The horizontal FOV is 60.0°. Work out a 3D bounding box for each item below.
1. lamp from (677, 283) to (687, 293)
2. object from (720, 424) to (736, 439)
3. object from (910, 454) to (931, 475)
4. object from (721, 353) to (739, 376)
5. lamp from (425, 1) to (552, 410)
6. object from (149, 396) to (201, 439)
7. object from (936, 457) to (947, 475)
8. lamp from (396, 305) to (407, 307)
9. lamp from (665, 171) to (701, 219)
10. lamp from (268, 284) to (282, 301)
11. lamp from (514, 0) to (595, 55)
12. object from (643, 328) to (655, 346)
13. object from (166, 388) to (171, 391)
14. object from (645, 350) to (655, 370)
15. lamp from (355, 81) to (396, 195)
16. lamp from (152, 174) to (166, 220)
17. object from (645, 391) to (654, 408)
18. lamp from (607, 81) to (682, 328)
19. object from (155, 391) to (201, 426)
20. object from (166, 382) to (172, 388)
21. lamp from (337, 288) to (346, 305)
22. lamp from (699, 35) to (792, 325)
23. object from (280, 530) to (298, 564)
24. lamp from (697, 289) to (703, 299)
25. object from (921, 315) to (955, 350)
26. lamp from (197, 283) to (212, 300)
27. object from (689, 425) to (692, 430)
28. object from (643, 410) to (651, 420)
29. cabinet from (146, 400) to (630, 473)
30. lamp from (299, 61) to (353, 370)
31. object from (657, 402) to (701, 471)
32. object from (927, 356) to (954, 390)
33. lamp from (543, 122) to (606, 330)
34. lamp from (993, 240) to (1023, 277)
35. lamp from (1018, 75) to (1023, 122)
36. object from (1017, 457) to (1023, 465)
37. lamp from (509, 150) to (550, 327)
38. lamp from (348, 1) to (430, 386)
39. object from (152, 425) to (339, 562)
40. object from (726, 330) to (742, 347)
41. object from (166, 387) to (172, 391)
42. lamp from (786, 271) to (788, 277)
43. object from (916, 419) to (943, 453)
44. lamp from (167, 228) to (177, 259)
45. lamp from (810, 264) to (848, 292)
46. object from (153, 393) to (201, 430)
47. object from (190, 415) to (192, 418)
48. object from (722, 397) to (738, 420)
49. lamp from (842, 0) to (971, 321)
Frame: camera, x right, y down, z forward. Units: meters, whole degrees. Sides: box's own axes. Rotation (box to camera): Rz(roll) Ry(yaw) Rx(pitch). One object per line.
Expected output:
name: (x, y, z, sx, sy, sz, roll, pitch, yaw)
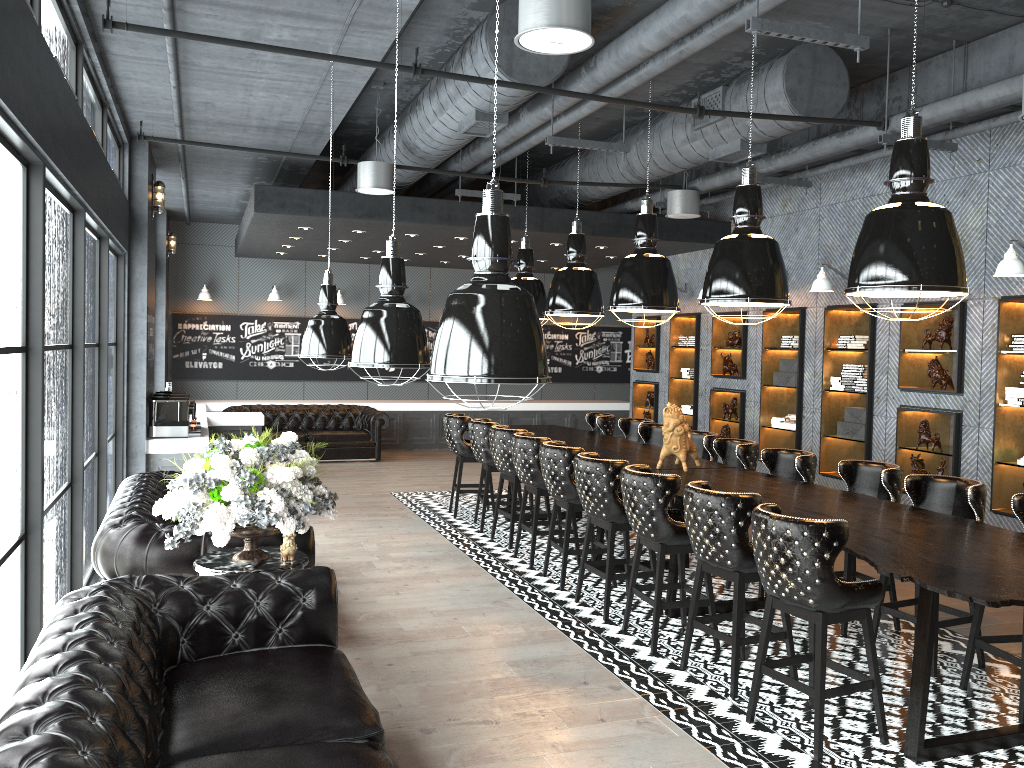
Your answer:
lamp: (2.205, -1.291, 12.280, 0.489, 0.287, 0.244, 1, 2, -4)
object: (2.789, 0.714, 11.401, 0.177, 0.387, 0.338, 1, 2, -12)
object: (3.893, 0.848, 8.405, 0.168, 0.359, 0.266, 0, 2, -26)
object: (2.810, -0.248, 11.408, 0.154, 0.309, 0.324, 1, 2, -15)
lamp: (-0.050, -0.999, 2.700, 0.391, 2.153, 0.391, 2, 2, 26)
object: (-3.514, 0.344, 9.261, 0.503, 0.426, 0.335, 1, 2, -19)
object: (4.009, 0.858, 8.171, 0.198, 0.358, 0.116, 2, 2, 11)
lamp: (-1.964, -1.492, 15.848, 0.243, 0.287, 0.490, 1, 2, -4)
lamp: (1.861, -2.328, 9.573, 0.380, 1.045, 0.382, 2, 2, 7)
lamp: (-4.019, -1.564, 15.120, 0.243, 0.287, 0.490, 1, 2, -4)
lamp: (0.212, -2.129, 4.191, 0.381, 1.029, 0.380, 0, 2, -30)
object: (2.088, -0.722, 13.416, 0.097, 0.290, 0.290, 1, 2, -21)
object: (-4.463, 0.085, 11.521, 0.074, 0.073, 0.074, 1, 2, 0)
object: (2.120, -0.350, 13.419, 0.155, 0.329, 0.236, 1, 2, -15)
lamp: (-1.293, -2.352, 8.460, 0.380, 1.045, 0.381, 3, 2, 39)
lamp: (-3.783, -2.000, 9.505, 0.139, 0.480, 0.145, 1, 2, -19)
object: (2.137, 0.231, 13.506, 0.253, 0.249, 0.126, -1, 3, -44)
lamp: (1.128, -1.624, 7.402, 0.621, 2.302, 0.621, 2, 2, 26)
object: (-3.852, 0.296, 10.221, 0.503, 0.426, 0.335, 1, 2, -19)
object: (-4.543, 0.012, 11.750, 0.074, 0.073, 0.074, 2, 2, 11)
lamp: (-3.001, -1.527, 15.481, 0.243, 0.287, 0.490, 1, 2, -4)
lamp: (1.613, -1.555, 6.026, 0.621, 2.302, 0.621, 2, 2, 26)
object: (-1.133, 0.826, 4.510, 0.086, 0.183, 0.136, 1, 2, -13)
lamp: (2.588, -1.218, 11.194, 0.489, 0.287, 0.244, 1, 2, -4)
object: (3.966, -0.478, 8.250, 0.152, 0.325, 0.292, 1, 2, -22)
lamp: (-5.075, -1.537, 14.749, 0.243, 0.287, 0.490, 1, 2, -4)
object: (2.554, 0.695, 12.485, 0.314, 0.251, 0.157, 1, 2, -4)
object: (2.089, 0.585, 13.483, 0.170, 0.362, 0.269, 0, 2, -26)
cabinet: (-0.790, 0.857, 13.314, 8.419, 0.826, 6.314, 0, 3, -19)
lamp: (-1.267, -1.176, 6.152, 0.391, 2.160, 0.391, 2, 2, 26)
object: (1.337, 0.409, 6.999, 0.249, 0.545, 0.475, 3, 2, 33)
object: (3.971, -0.091, 8.208, 0.159, 0.337, 0.242, 1, 2, -15)
lamp: (0.643, -1.693, 8.778, 0.621, 2.302, 0.621, 2, 2, 26)
lamp: (4.063, -0.996, 7.011, 0.489, 0.287, 0.244, 1, 2, -4)
lamp: (3.243, -2.114, 5.261, 0.381, 1.045, 0.380, 1, 2, -9)
object: (4.468, 0.598, 7.314, 0.484, 0.149, 0.535, 0, 3, -21)
lamp: (0.158, -1.763, 10.154, 0.621, 2.302, 0.621, 2, 2, 26)
lamp: (-0.543, -1.073, 4.100, 0.391, 2.160, 0.391, 2, 2, 26)
object: (-1.343, 0.570, 4.609, 0.848, 0.663, 0.875, 2, 2, 11)
object: (2.845, -0.583, 11.364, 0.138, 0.222, 0.278, 1, 2, -20)
object: (-4.517, 0.077, 11.674, 0.074, 0.073, 0.074, 1, 2, 0)
lamp: (2.953, -1.191, 10.159, 0.489, 0.287, 0.244, 1, 2, -4)
object: (3.888, 0.480, 8.263, 0.135, 0.294, 0.257, 1, 2, -12)
lamp: (-5.409, -2.232, 14.114, 0.139, 0.480, 0.145, 1, 2, -19)
lamp: (3.314, -1.095, 9.133, 0.489, 0.287, 0.244, 1, 2, -4)
object: (-3.686, 0.320, 9.748, 0.503, 0.426, 0.335, 1, 2, -19)
object: (-4.234, 0.400, 11.615, 0.074, 0.073, 0.074, 1, 2, 0)
object: (2.808, 0.307, 11.457, 0.143, 0.306, 0.317, 0, 2, -24)
lamp: (2.099, -1.485, 4.650, 0.621, 2.302, 0.621, 2, 2, 26)
